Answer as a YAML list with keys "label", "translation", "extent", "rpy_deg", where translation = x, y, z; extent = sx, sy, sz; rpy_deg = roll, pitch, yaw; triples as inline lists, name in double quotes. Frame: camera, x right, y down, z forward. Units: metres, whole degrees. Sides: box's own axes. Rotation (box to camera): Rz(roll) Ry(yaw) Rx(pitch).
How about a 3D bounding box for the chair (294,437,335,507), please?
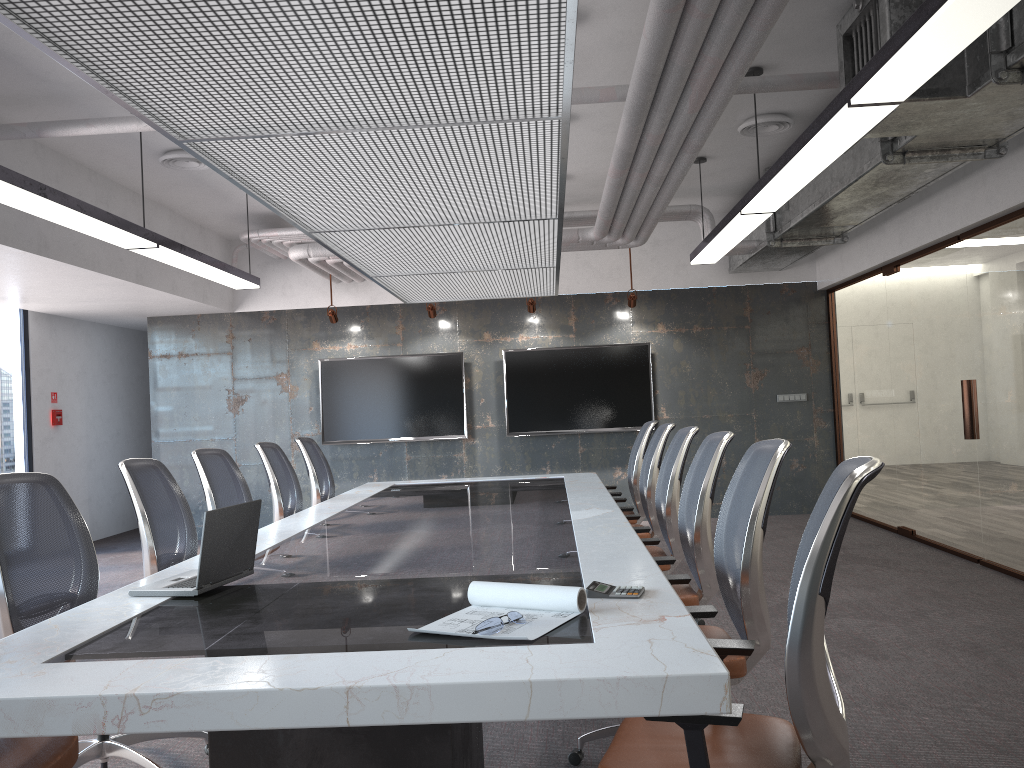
- label: "chair"
  translation: [-1.301, 0.988, 7.082]
  extent: [0.828, 1.166, 0.789]
  rpy_deg: [-2, -2, -34]

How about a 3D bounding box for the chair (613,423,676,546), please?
- label: "chair"
  translation: [0.731, 0.862, 5.956]
  extent: [0.828, 1.166, 0.789]
  rpy_deg: [-2, -2, -34]

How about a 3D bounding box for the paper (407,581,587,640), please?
- label: "paper"
  translation: [-0.032, 0.607, 2.397]
  extent: [0.348, 0.069, 0.379]
  rpy_deg: [-4, -2, 28]

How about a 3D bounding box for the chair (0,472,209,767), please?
- label: "chair"
  translation: [-1.533, 0.903, 3.297]
  extent: [0.828, 1.166, 0.789]
  rpy_deg: [-2, -2, -23]

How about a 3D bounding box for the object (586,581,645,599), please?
- label: "object"
  translation: [0.312, 0.616, 2.658]
  extent: [0.161, 0.026, 0.126]
  rpy_deg: [-3, -2, 17]

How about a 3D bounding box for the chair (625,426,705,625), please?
- label: "chair"
  translation: [0.689, 0.839, 5.010]
  extent: [0.828, 1.166, 0.789]
  rpy_deg: [-2, -2, -34]

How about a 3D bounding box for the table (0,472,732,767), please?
- label: "table"
  translation: [-0.355, 1.085, 4.625]
  extent: [1.898, 0.745, 5.498]
  rpy_deg: [-3, -1, 2]

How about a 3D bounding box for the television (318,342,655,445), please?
- label: "television"
  translation: [-0.295, 0.112, 9.781]
  extent: [3.667, 0.960, 0.101]
  rpy_deg: [-3, -1, 2]

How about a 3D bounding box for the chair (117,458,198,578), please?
- label: "chair"
  translation: [-1.424, 0.922, 4.242]
  extent: [0.828, 1.166, 0.789]
  rpy_deg: [-2, -2, -34]

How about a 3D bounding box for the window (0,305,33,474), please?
- label: "window"
  translation: [-5.246, 0.344, 4.625]
  extent: [0.121, 2.670, 9.225]
  rpy_deg: [-3, -1, 2]

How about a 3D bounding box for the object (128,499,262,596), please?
- label: "object"
  translation: [-1.106, 0.569, 3.124]
  extent: [0.308, 0.277, 0.366]
  rpy_deg: [-3, -1, 13]

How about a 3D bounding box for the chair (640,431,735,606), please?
- label: "chair"
  translation: [0.648, 0.817, 4.063]
  extent: [0.828, 1.166, 0.789]
  rpy_deg: [-2, -2, -34]

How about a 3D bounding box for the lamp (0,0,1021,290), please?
- label: "lamp"
  translation: [-0.472, -1.440, 4.602]
  extent: [4.126, 0.908, 6.097]
  rpy_deg: [-3, -1, 2]

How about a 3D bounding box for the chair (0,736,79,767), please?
- label: "chair"
  translation: [-1.507, 0.877, 2.349]
  extent: [0.828, 1.166, 0.789]
  rpy_deg: [-2, -2, -34]

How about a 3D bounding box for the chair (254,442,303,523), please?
- label: "chair"
  translation: [-1.342, 0.966, 6.135]
  extent: [0.828, 1.166, 0.789]
  rpy_deg: [-2, -2, -34]

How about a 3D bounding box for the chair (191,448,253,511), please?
- label: "chair"
  translation: [-1.467, 0.951, 5.294]
  extent: [0.828, 1.166, 0.789]
  rpy_deg: [-2, -2, -28]

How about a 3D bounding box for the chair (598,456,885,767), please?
- label: "chair"
  translation: [0.516, 0.775, 2.175]
  extent: [0.828, 1.166, 0.789]
  rpy_deg: [-2, -2, -18]

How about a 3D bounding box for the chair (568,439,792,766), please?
- label: "chair"
  translation: [0.607, 0.795, 3.117]
  extent: [0.828, 1.166, 0.789]
  rpy_deg: [-2, -2, -34]

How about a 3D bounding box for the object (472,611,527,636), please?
- label: "object"
  translation: [-0.022, 0.619, 2.308]
  extent: [0.049, 0.036, 0.200]
  rpy_deg: [-4, -2, 39]

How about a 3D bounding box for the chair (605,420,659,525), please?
- label: "chair"
  translation: [0.772, 0.884, 6.903]
  extent: [0.828, 1.166, 0.789]
  rpy_deg: [-2, -2, -34]
